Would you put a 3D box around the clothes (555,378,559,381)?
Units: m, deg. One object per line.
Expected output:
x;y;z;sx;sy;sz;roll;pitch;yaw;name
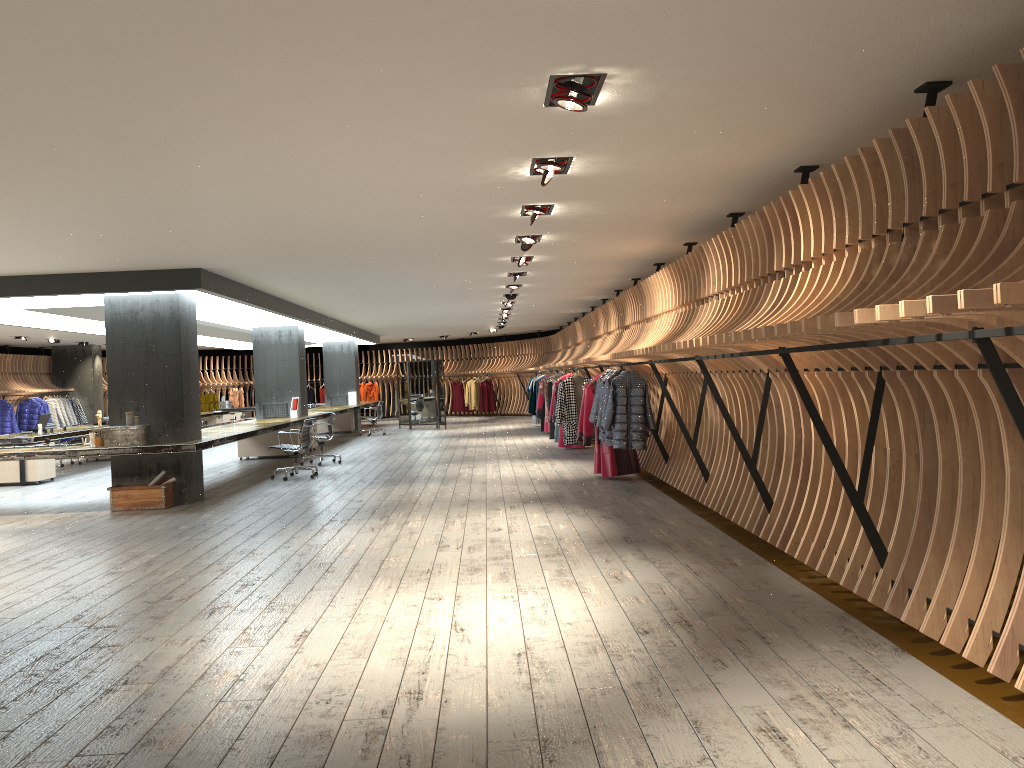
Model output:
0.995;0.261;17.313;0.278;0.767;0.263;-3;0;6;clothes

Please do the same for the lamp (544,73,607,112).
0.310;-1.508;4.450;0.269;0.293;0.492;-3;0;-2;lamp

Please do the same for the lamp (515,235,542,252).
0.168;-1.544;9.232;0.269;0.302;0.492;-3;0;-2;lamp

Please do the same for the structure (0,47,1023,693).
-5.516;0.187;14.657;14.882;2.440;36.553;-3;1;-2;structure

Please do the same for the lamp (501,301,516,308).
-0.069;-1.619;17.203;0.269;0.284;0.492;-3;0;-2;lamp

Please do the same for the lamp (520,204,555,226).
0.215;-1.532;7.638;0.269;0.298;0.492;-3;0;-2;lamp

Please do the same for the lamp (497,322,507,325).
-0.257;-1.668;23.579;0.269;0.294;0.492;-3;0;-2;lamp

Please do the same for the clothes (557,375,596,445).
1.106;0.428;14.584;0.773;1.161;0.191;-3;0;-11;clothes

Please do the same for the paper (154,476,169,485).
-4.308;1.266;10.362;0.723;0.365;0.047;-3;0;18;paper

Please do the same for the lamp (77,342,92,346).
-11.491;-1.157;23.738;0.269;0.292;0.492;-3;0;-2;lamp

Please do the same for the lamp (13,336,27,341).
-11.396;-1.129;20.549;0.269;0.294;0.492;-3;0;-2;lamp

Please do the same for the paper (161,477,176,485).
-4.266;1.263;10.387;0.624;0.290;0.041;-3;0;-20;paper

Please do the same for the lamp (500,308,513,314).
-0.116;-1.627;18.797;0.269;0.296;0.492;-3;0;-2;lamp

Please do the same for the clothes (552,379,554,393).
0.975;0.465;18.142;0.278;1.141;0.172;-3;0;6;clothes

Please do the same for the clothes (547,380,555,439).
1.017;0.575;18.453;0.539;1.353;0.087;-3;0;-2;clothes

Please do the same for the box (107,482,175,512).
-4.343;1.324;10.413;0.664;0.282;0.341;-3;0;-2;box

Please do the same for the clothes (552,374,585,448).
1.081;0.476;15.866;0.839;1.312;0.321;-3;0;27;clothes

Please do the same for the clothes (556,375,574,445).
1.113;0.425;14.809;0.773;1.161;0.191;-3;0;-1;clothes

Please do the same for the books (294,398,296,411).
-4.203;0.462;17.229;0.048;0.368;0.215;-3;0;-2;books

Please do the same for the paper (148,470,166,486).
-4.268;1.236;10.328;0.572;0.460;0.043;-3;0;16;paper

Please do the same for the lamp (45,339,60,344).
-11.444;-1.146;22.143;0.269;0.286;0.492;-3;0;-2;lamp

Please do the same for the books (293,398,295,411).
-4.225;0.463;17.228;0.048;0.368;0.215;-3;0;-2;books

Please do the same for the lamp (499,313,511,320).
-0.163;-1.638;20.391;0.269;0.301;0.492;-3;0;-2;lamp

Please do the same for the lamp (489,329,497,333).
-0.564;-1.688;26.745;0.269;0.287;0.492;-3;0;-21;lamp

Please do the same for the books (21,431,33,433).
-8.285;0.820;15.118;0.186;0.027;0.112;-3;1;-17;books

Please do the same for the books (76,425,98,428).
-8.057;0.807;16.853;0.366;0.026;0.213;-3;1;9;books

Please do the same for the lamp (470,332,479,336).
-1.227;-1.669;28.187;0.269;0.292;0.492;-3;0;-34;lamp

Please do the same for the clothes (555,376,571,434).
1.091;0.424;15.100;0.772;1.161;0.191;-3;0;19;clothes

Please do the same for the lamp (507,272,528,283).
0.073;-1.574;12.420;0.269;0.295;0.492;-3;0;-2;lamp

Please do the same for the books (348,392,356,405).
-4.448;0.405;24.722;0.215;0.368;0.073;-3;0;-2;books

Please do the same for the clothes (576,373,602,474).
1.214;0.511;11.345;0.839;1.312;0.321;-3;0;27;clothes

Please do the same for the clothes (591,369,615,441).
1.180;0.251;10.401;0.501;0.854;0.245;-3;0;-17;clothes

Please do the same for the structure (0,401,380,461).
-6.251;1.047;18.699;4.836;0.844;18.474;-3;1;-2;structure

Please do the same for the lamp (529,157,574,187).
0.262;-1.520;6.044;0.269;0.295;0.492;-3;0;-2;lamp

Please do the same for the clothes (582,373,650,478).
1.294;0.515;11.069;0.840;1.317;0.318;-3;0;6;clothes

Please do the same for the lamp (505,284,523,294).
0.026;-1.588;14.014;0.269;0.294;0.492;-3;0;-2;lamp

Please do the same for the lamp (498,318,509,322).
-0.210;-1.659;21.985;0.269;0.286;0.492;-3;0;-2;lamp

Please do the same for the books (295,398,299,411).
-4.181;0.461;17.229;0.048;0.368;0.215;-3;0;-2;books

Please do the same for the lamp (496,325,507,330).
-0.308;-1.683;25.173;0.269;0.291;0.492;-3;0;-6;lamp

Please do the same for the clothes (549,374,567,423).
1.072;0.474;16.155;0.839;1.312;0.321;-3;0;17;clothes

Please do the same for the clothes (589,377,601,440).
1.200;0.261;10.682;0.745;0.854;0.166;-3;0;43;clothes

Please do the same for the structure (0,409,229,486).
-8.092;1.130;18.859;1.162;0.844;10.451;-3;1;-2;structure

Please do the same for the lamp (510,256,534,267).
0.121;-1.561;10.826;0.269;0.294;0.492;-3;0;-2;lamp

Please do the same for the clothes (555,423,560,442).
0.998;0.606;17.599;0.373;1.536;0.312;-3;0;10;clothes

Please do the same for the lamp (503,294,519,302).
-0.021;-1.603;15.609;0.269;0.291;0.492;-3;0;-2;lamp

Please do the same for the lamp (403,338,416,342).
-3.546;-1.584;30.309;0.492;0.292;0.269;-2;0;31;lamp

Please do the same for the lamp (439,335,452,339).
-2.245;-1.634;29.402;0.492;0.294;0.269;-2;0;43;lamp

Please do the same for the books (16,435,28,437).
-7.698;0.813;13.908;0.155;0.025;0.110;-3;1;-7;books
